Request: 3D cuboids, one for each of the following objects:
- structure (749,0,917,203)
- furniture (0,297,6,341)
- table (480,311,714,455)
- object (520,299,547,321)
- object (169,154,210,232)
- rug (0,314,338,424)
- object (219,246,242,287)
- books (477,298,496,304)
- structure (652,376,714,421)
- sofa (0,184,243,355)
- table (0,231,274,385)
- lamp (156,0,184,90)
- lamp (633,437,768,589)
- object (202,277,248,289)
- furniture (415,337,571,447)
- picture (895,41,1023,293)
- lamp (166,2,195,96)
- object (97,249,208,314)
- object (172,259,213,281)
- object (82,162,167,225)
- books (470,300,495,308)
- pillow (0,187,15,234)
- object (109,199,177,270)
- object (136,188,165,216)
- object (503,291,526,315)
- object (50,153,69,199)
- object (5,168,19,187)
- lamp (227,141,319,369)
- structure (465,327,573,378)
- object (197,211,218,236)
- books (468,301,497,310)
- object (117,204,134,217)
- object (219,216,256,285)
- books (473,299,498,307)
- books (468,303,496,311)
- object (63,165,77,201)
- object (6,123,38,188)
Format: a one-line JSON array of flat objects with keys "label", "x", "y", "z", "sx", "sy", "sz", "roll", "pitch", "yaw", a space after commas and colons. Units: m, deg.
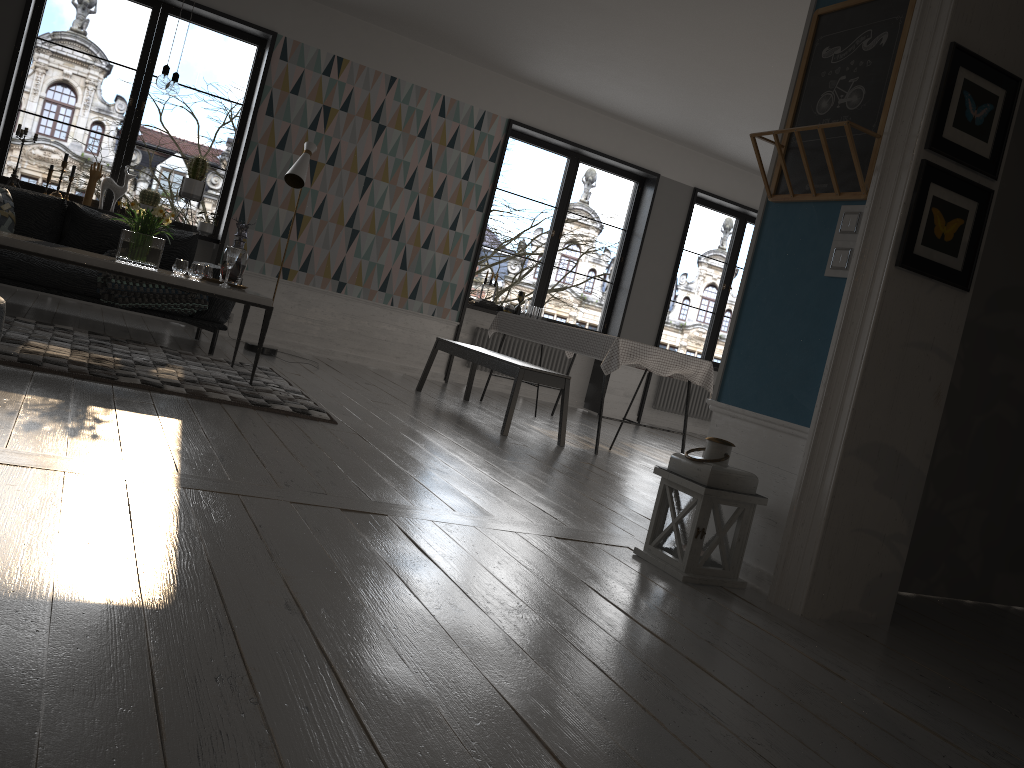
[{"label": "structure", "x": 1.137, "y": -1.065, "z": 3.217, "sx": 0.184, "sy": 0.775, "sz": 0.499, "roll": 14, "pitch": 1, "yaw": -27}, {"label": "furniture", "x": -2.150, "y": -0.213, "z": 2.997, "sx": 0.729, "sy": 0.356, "sz": 0.742, "roll": 12, "pitch": 4, "yaw": -40}, {"label": "table", "x": 0.554, "y": -0.006, "z": 6.815, "sx": 0.925, "sy": 0.783, "sz": 2.042, "roll": 13, "pitch": 3, "yaw": -27}, {"label": "object", "x": 0.226, "y": -0.741, "z": 9.006, "sx": 0.266, "sy": 0.192, "sz": 0.154, "roll": 13, "pitch": 2, "yaw": -27}, {"label": "object", "x": -2.690, "y": -1.618, "z": 7.430, "sx": 0.230, "sy": 0.670, "sz": 0.234, "roll": 14, "pitch": 0, "yaw": 34}, {"label": "rug", "x": -2.341, "y": -0.197, "z": 4.638, "sx": 2.510, "sy": 0.034, "sz": 1.784, "roll": 12, "pitch": 4, "yaw": -26}, {"label": "object", "x": -1.632, "y": -0.678, "z": 5.117, "sx": 0.082, "sy": 0.227, "sz": 0.168, "roll": 14, "pitch": 1, "yaw": -15}, {"label": "books", "x": -0.254, "y": -0.820, "z": 8.754, "sx": 0.152, "sy": 0.017, "sz": 0.124, "roll": 12, "pitch": 4, "yaw": -25}, {"label": "structure", "x": 2.148, "y": 0.186, "z": 10.194, "sx": 1.215, "sy": 0.428, "sz": 0.150, "roll": 12, "pitch": 1, "yaw": -28}, {"label": "sofa", "x": -3.061, "y": -0.849, "z": 5.916, "sx": 2.325, "sy": 0.797, "sz": 0.978, "roll": 12, "pitch": 3, "yaw": -27}, {"label": "table", "x": -2.153, "y": -0.414, "z": 4.880, "sx": 1.446, "sy": 0.511, "sz": 0.738, "roll": 13, "pitch": 3, "yaw": -26}, {"label": "lamp", "x": -1.174, "y": -2.183, "z": 4.433, "sx": 1.406, "sy": 1.536, "sz": 0.074, "roll": 15, "pitch": 0, "yaw": 33}, {"label": "lamp", "x": 0.679, "y": 0.425, "z": 3.114, "sx": 0.285, "sy": 0.477, "sz": 0.289, "roll": 14, "pitch": 1, "yaw": -28}, {"label": "object", "x": -1.753, "y": -0.613, "z": 5.289, "sx": 0.316, "sy": 0.015, "sz": 0.249, "roll": 12, "pitch": 4, "yaw": -27}, {"label": "furniture", "x": -0.159, "y": 0.010, "z": 6.440, "sx": 0.462, "sy": 0.455, "sz": 1.683, "roll": 13, "pitch": 3, "yaw": -27}, {"label": "picture", "x": 1.908, "y": -0.552, "z": 2.085, "sx": 0.356, "sy": 0.752, "sz": 1.961, "roll": 14, "pitch": 3, "yaw": -27}, {"label": "lamp", "x": -1.175, "y": -2.192, "z": 4.571, "sx": 1.406, "sy": 1.536, "sz": 0.074, "roll": 15, "pitch": 0, "yaw": 33}, {"label": "object", "x": -2.415, "y": -0.662, "z": 5.922, "sx": 0.662, "sy": 0.329, "sz": 0.494, "roll": 12, "pitch": 3, "yaw": -31}, {"label": "object", "x": -1.822, "y": -0.655, "z": 5.183, "sx": 0.281, "sy": 0.087, "sz": 0.244, "roll": 17, "pitch": 4, "yaw": 41}, {"label": "object", "x": -3.141, "y": -1.581, "z": 7.281, "sx": 0.658, "sy": 0.410, "sz": 0.135, "roll": 13, "pitch": 1, "yaw": -25}, {"label": "books", "x": -0.291, "y": -0.792, "z": 8.752, "sx": 0.215, "sy": 0.011, "sz": 0.175, "roll": 13, "pitch": 4, "yaw": -21}, {"label": "pillow", "x": -3.535, "y": -1.131, "z": 5.594, "sx": 0.792, "sy": 0.362, "sz": 0.447, "roll": 11, "pitch": 4, "yaw": -44}, {"label": "object", "x": -2.054, "y": -0.835, "z": 4.906, "sx": 0.349, "sy": 0.351, "sz": 0.327, "roll": 13, "pitch": 2, "yaw": -24}, {"label": "object", "x": -3.038, "y": -1.504, "z": 7.393, "sx": 0.215, "sy": 0.283, "sz": 0.233, "roll": 15, "pitch": 2, "yaw": 37}, {"label": "object", "x": 0.023, "y": -0.818, "z": 8.888, "sx": 0.193, "sy": 0.257, "sz": 0.115, "roll": 14, "pitch": 1, "yaw": -16}, {"label": "object", "x": -3.587, "y": -1.665, "z": 7.049, "sx": 0.122, "sy": 0.375, "sz": 0.124, "roll": 14, "pitch": 0, "yaw": -22}, {"label": "object", "x": -3.932, "y": -1.632, "z": 6.976, "sx": 0.084, "sy": 0.151, "sz": 0.085, "roll": 14, "pitch": 1, "yaw": -23}, {"label": "lamp", "x": -1.752, "y": -1.085, "z": 7.239, "sx": 0.675, "sy": 1.702, "sz": 1.256, "roll": 14, "pitch": 1, "yaw": -29}, {"label": "structure", "x": 0.108, "y": -0.259, "z": 9.159, "sx": 1.215, "sy": 0.428, "sz": 0.150, "roll": 12, "pitch": 1, "yaw": -28}, {"label": "object", "x": -2.586, "y": -1.356, "z": 7.482, "sx": 0.170, "sy": 0.203, "sz": 0.248, "roll": 13, "pitch": 2, "yaw": -24}, {"label": "books", "x": -0.304, "y": -0.780, "z": 8.752, "sx": 0.269, "sy": 0.019, "sz": 0.185, "roll": 12, "pitch": 4, "yaw": -27}, {"label": "object", "x": -3.164, "y": -1.432, "z": 7.278, "sx": 0.123, "sy": 0.099, "sz": 0.123, "roll": 14, "pitch": 2, "yaw": -4}, {"label": "object", "x": -1.653, "y": -0.797, "z": 5.328, "sx": 0.148, "sy": 0.417, "sz": 0.156, "roll": 14, "pitch": 0, "yaw": -7}, {"label": "books", "x": -0.264, "y": -0.802, "z": 8.756, "sx": 0.197, "sy": 0.022, "sz": 0.163, "roll": 12, "pitch": 4, "yaw": -26}, {"label": "books", "x": -0.306, "y": -0.765, "z": 8.745, "sx": 0.266, "sy": 0.011, "sz": 0.163, "roll": 13, "pitch": 4, "yaw": -24}, {"label": "object", "x": -3.557, "y": -1.624, "z": 7.125, "sx": 0.076, "sy": 0.301, "sz": 0.075, "roll": 14, "pitch": 0, "yaw": 4}, {"label": "object", "x": -3.856, "y": -1.782, "z": 6.905, "sx": 0.163, "sy": 0.490, "sz": 0.144, "roll": 14, "pitch": 0, "yaw": 9}]
